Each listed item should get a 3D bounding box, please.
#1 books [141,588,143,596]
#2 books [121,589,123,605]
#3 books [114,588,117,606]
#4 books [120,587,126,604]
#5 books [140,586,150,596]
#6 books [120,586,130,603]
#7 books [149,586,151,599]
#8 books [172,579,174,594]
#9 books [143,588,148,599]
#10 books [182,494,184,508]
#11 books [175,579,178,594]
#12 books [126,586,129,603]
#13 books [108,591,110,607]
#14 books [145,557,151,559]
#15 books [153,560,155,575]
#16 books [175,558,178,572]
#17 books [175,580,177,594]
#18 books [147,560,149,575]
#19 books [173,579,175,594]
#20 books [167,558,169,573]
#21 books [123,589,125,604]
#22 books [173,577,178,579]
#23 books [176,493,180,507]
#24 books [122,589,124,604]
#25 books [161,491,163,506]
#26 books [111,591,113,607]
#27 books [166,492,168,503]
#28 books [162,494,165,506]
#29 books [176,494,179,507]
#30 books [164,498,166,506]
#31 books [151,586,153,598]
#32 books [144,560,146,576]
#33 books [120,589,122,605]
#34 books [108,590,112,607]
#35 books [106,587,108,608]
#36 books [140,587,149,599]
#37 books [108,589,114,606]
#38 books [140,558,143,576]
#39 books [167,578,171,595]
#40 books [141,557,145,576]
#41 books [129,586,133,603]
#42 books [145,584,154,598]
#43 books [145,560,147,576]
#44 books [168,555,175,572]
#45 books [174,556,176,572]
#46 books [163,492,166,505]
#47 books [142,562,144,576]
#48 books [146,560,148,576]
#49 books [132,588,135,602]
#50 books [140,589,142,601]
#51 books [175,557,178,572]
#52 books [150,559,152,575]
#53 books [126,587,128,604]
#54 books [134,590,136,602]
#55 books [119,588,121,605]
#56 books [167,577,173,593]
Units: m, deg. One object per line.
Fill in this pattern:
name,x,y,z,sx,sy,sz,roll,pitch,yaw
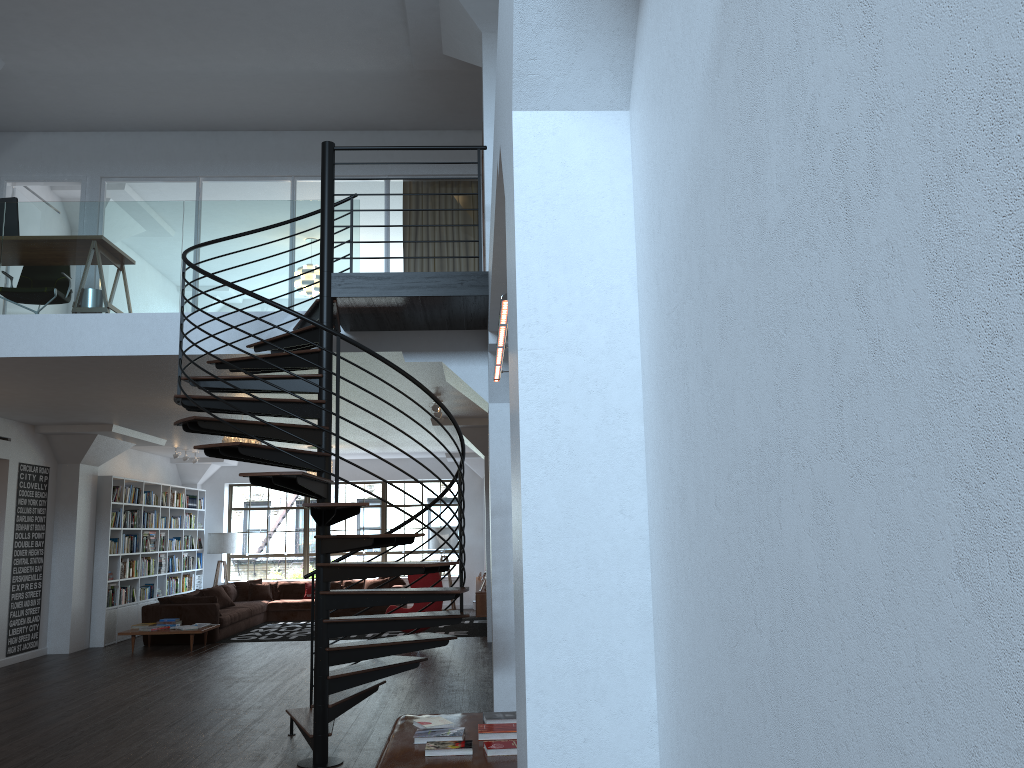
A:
books,-5.948,3.346,14.102,0.134,0.184,0.030,-1,-9,-2
books,-5.920,3.183,13.266,0.176,0.231,0.053,-1,-9,-2
books,-5.909,3.132,13.024,0.180,0.251,0.048,-1,-9,-2
books,-5.924,3.189,13.378,0.183,0.253,0.042,-1,-9,-2
books,-5.956,3.385,14.390,0.146,0.202,0.027,-1,-9,-2
books,-5.931,3.213,13.529,0.180,0.259,0.042,-1,-9,-2
books,-5.949,3.390,14.417,0.146,0.202,0.027,-1,-9,-2
books,-5.995,3.539,15.464,0.183,0.253,0.034,-1,-9,-3
books,-5.945,3.385,14.300,0.126,0.173,0.032,-1,-9,-2
books,-6.042,2.115,16.048,0.183,0.253,0.034,-1,-9,-2
books,-5.996,3.571,15.656,0.183,0.253,0.034,-1,-9,-3
books,-5.927,3.210,13.489,0.160,0.251,0.039,-1,-9,-2
books,-5.892,3.107,12.787,0.161,0.223,0.032,-1,-9,-2
books,-5.964,2.959,14.402,0.176,0.290,0.036,-1,-9,-3
books,-5.975,3.015,14.581,0.174,0.240,0.045,-1,-9,-3
books,-6.007,3.196,15.671,0.174,0.242,0.105,-1,-9,-2
books,-6.006,3.571,15.616,0.174,0.240,0.045,-1,-9,-3
books,-5.963,2.972,14.325,0.174,0.240,0.045,-1,-9,-3
books,-5.992,3.544,15.497,0.183,0.253,0.034,-1,-9,-3
books,-5.989,3.116,15.236,0.182,0.255,0.077,-1,-9,-2
books,-5.911,3.208,13.338,0.161,0.223,0.030,-1,-9,-3
books,-6.007,3.558,15.693,0.176,0.290,0.036,-1,-9,-3
books,-6.039,2.088,15.880,0.183,0.253,0.034,-1,-9,-2
books,-5.915,3.194,13.308,0.161,0.223,0.033,-1,-9,-2
books,-6.004,1.938,14.982,0.183,0.253,0.042,-1,-9,-2
books,-5.891,3.127,12.905,0.161,0.223,0.032,-1,-9,-2
books,-6.015,1.987,15.266,0.160,0.251,0.039,-1,-9,-2
books,-6.008,1.962,15.066,0.174,0.236,0.136,-1,-9,-3
books,-6.034,2.078,15.799,0.171,0.246,0.057,-1,-9,-2
books,-6.002,1.985,15.118,0.161,0.207,0.130,-1,-9,-3
books,-5.956,3.403,14.497,0.146,0.202,0.027,-1,-9,-2
books,-5.952,2.940,14.173,0.183,0.253,0.034,-1,-9,-3
books,-5.908,3.180,13.222,0.161,0.223,0.032,-1,-9,-2
books,-5.893,3.106,12.831,0.174,0.240,0.054,-1,-9,-2
books,-5.907,3.065,12.721,0.198,0.284,0.049,-1,-9,-2
books,-5.949,3.385,14.357,0.139,0.191,0.036,-1,-9,-2
books,-5.907,3.118,12.943,0.183,0.253,0.042,-1,-9,-2
books,-5.955,2.899,14.024,0.198,0.284,0.066,-1,-9,-3
books,-5.998,3.498,15.315,0.198,0.284,0.066,-1,-9,-3
books,-5.951,2.914,14.134,0.176,0.290,0.053,-1,-9,-3
books,-5.928,3.230,13.613,0.183,0.253,0.042,-1,-9,-2
books,-5.964,3.403,14.583,0.140,0.231,0.042,-1,-9,-2
books,-5.949,2.945,14.206,0.183,0.253,0.034,-1,-9,-3
books,-6.012,3.148,15.527,0.197,0.290,0.136,-1,-9,-2
books,-6.010,3.157,15.589,0.176,0.293,0.125,-1,-9,-2
books,-6.016,1.976,15.201,0.160,0.251,0.031,-1,-9,-2
books,-5.940,2.941,14.090,0.161,0.223,0.026,-1,-9,-3
books,-5.954,2.956,14.250,0.171,0.246,0.057,-1,-9,-3
books,-5.932,3.254,13.701,0.174,0.236,0.142,-1,-9,-3
books,-5.937,3.341,14.055,0.128,0.178,0.022,-1,-9,-2
books,-6.013,3.201,15.724,0.170,0.251,0.118,-1,-9,-2
books,-5.964,2.983,14.447,0.180,0.259,0.060,-1,-9,-3
books,-5.923,3.206,13.450,0.171,0.246,0.039,-1,-9,-2
books,-5.926,3.277,13.755,0.161,0.207,0.135,-1,-9,-3
books,-5.916,3.161,13.194,0.160,0.251,0.031,-1,-9,-2
books,-5.995,3.513,15.425,0.176,0.290,0.053,-1,-9,-3
